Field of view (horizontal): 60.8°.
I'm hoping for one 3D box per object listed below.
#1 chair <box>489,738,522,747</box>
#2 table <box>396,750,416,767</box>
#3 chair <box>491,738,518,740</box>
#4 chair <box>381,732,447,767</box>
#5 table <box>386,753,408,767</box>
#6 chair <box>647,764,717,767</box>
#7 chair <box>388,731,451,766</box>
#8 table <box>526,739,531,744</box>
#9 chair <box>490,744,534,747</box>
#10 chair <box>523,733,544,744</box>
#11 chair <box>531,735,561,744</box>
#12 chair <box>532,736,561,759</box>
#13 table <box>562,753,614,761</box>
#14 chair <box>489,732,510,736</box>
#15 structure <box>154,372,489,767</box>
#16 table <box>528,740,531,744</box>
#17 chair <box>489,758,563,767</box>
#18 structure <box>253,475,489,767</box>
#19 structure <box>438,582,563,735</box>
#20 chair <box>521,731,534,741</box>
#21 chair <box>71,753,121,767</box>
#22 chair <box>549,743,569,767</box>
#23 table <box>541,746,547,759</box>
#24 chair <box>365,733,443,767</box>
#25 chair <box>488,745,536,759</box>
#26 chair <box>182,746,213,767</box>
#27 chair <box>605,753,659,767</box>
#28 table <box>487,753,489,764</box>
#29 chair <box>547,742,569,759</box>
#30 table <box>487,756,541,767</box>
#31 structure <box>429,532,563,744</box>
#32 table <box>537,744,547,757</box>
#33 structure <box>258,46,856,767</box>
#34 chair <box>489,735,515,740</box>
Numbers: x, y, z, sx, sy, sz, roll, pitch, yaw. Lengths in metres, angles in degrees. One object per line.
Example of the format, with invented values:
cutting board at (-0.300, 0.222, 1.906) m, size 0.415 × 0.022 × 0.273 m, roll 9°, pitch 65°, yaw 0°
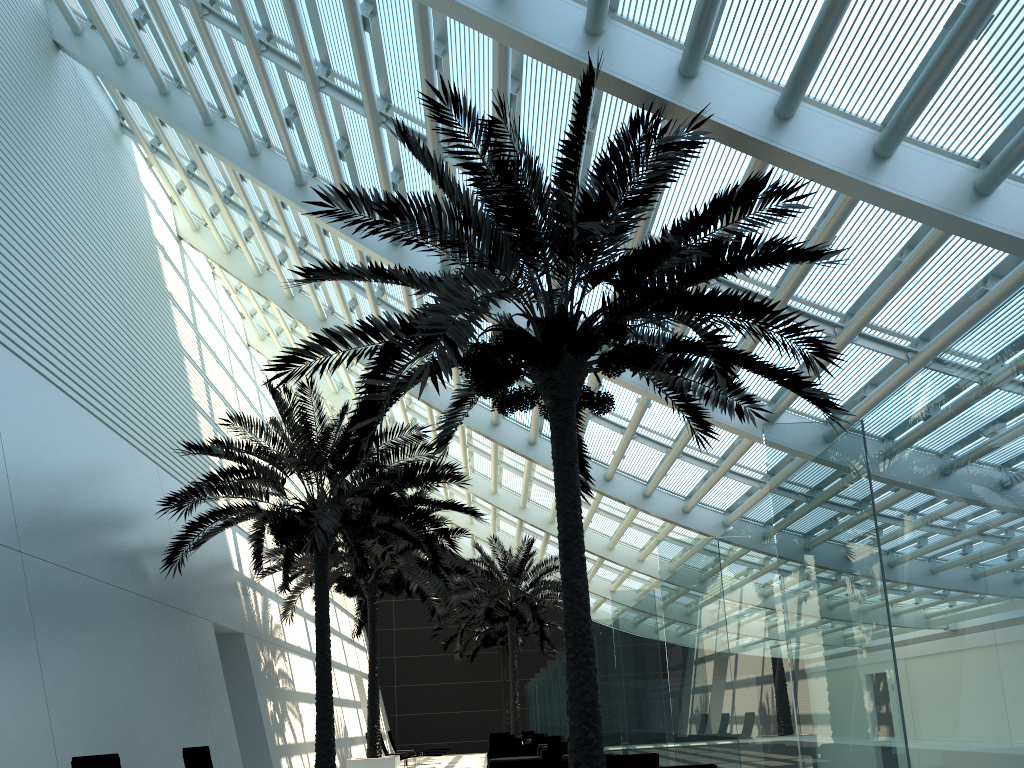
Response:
chair at (-0.109, 7.933, 18.350) m, size 0.716 × 0.845 × 0.932 m, roll -2°, pitch -17°, yaw -2°
table at (-3.408, 11.989, 27.895) m, size 0.568 × 0.492 × 0.567 m, roll -17°, pitch -22°, yaw 38°
chair at (-0.136, 8.583, 20.026) m, size 0.716 × 0.845 × 0.932 m, roll -2°, pitch -17°, yaw -2°
chair at (-3.006, 11.098, 26.502) m, size 2.036 × 1.102 × 0.968 m, roll -2°, pitch -16°, yaw -2°
table at (-3.342, 10.972, 25.277) m, size 0.568 × 0.492 × 0.567 m, roll -17°, pitch -22°, yaw 38°
chair at (1.139, 2.966, 5.681) m, size 0.716 × 0.845 × 0.932 m, roll -2°, pitch -17°, yaw -2°
chair at (-3.071, 12.114, 29.121) m, size 2.036 × 1.102 × 0.968 m, roll -2°, pitch -16°, yaw -2°
table at (0.749, 9.597, 22.622) m, size 0.695 × 0.743 × 0.698 m, roll -15°, pitch -20°, yaw 34°
chair at (0.003, 6.421, 14.455) m, size 0.716 × 0.845 × 0.932 m, roll -2°, pitch -17°, yaw -2°
chair at (0.685, 10.036, 23.893) m, size 0.716 × 0.845 × 0.932 m, roll -2°, pitch -17°, yaw -2°
chair at (0.795, 8.546, 20.058) m, size 0.716 × 0.845 × 0.932 m, roll -2°, pitch -17°, yaw -2°
chair at (0.822, 7.896, 18.382) m, size 0.716 × 0.845 × 0.932 m, roll -2°, pitch -17°, yaw -2°
table at (1.027, 5.286, 11.515) m, size 0.695 × 0.743 × 0.698 m, roll -15°, pitch -20°, yaw 34°
chair at (-0.387, 12.254, 29.480) m, size 0.716 × 0.845 × 0.932 m, roll -2°, pitch -17°, yaw -2°
structure at (-2.839, 3.107, 13.259) m, size 4.660 × 6.506 × 4.469 m, roll 3°, pitch -16°, yaw -23°
table at (0.776, 9.049, 21.208) m, size 0.697 × 0.743 × 0.695 m, roll -16°, pitch -21°, yaw 39°
chair at (0.146, 4.200, 8.735) m, size 0.716 × 0.845 × 0.932 m, roll -2°, pitch -17°, yaw -2°
structure at (-3.194, 5.386, 19.183) m, size 4.363 × 6.563 × 4.776 m, roll -12°, pitch -17°, yaw 30°
structure at (-0.200, 11.160, 34.681) m, size 4.474 × 6.682 × 5.024 m, roll 3°, pitch -16°, yaw -23°
chair at (0.545, 12.217, 29.512) m, size 0.716 × 0.845 × 0.932 m, roll -2°, pitch -17°, yaw -2°
chair at (-2.529, 3.686, 7.410) m, size 2.036 × 1.102 × 0.968 m, roll -2°, pitch -16°, yaw -2°
chair at (0.961, 5.729, 12.799) m, size 0.716 × 0.845 × 0.932 m, roll -2°, pitch -17°, yaw -2°
table at (0.915, 6.887, 15.638) m, size 0.697 × 0.743 × 0.695 m, roll -16°, pitch -21°, yaw 39°
chair at (-2.942, 10.112, 23.963) m, size 2.036 × 1.102 × 0.968 m, roll -2°, pitch -16°, yaw -2°
chair at (0.030, 5.766, 12.767) m, size 0.716 × 0.845 × 0.932 m, roll -2°, pitch -17°, yaw -2°
chair at (-2.593, 4.672, 9.949) m, size 2.036 × 1.102 × 0.968 m, roll -2°, pitch -16°, yaw -2°
chair at (1.077, 4.163, 8.767) m, size 0.716 × 0.845 × 0.932 m, roll -2°, pitch -17°, yaw -2°
table at (-0.054, 6.925, 15.605) m, size 0.697 × 0.743 × 0.695 m, roll -16°, pitch -21°, yaw 39°
chair at (0.934, 6.384, 14.487) m, size 0.716 × 0.845 × 0.932 m, roll -2°, pitch -17°, yaw -2°
table at (0.058, 5.324, 11.482) m, size 0.695 × 0.743 × 0.698 m, roll -15°, pitch -20°, yaw 34°
structure at (-0.026, 8.040, 26.640) m, size 4.820 × 6.683 × 4.660 m, roll -1°, pitch -15°, yaw -8°
table at (0.888, 7.448, 17.085) m, size 0.695 × 0.743 × 0.698 m, roll -15°, pitch -20°, yaw 34°
structure at (0.451, 0.703, 7.740) m, size 4.853 × 6.683 × 4.630 m, roll -7°, pitch -15°, yaw 16°
chair at (-0.246, 10.073, 23.862) m, size 0.716 × 0.845 × 0.932 m, roll -2°, pitch -17°, yaw -2°
